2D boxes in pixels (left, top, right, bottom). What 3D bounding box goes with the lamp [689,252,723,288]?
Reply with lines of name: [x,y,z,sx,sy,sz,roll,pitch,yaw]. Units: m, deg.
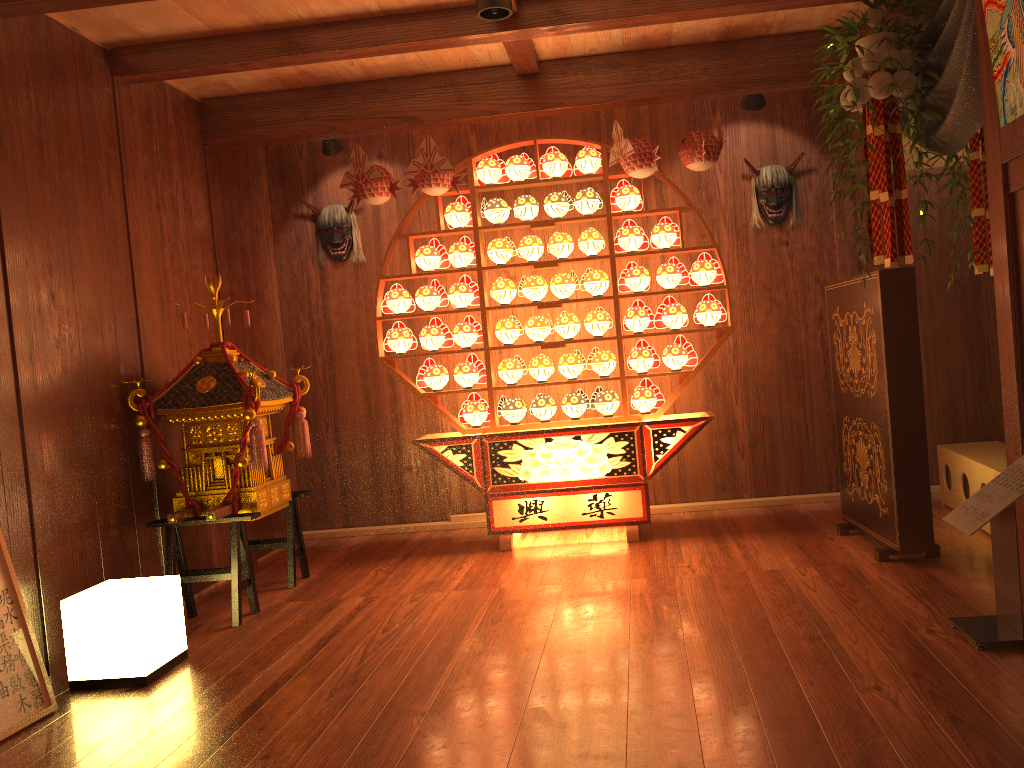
lamp: [1.035,-0.622,4.793,0.196,0.200,0.160,-4,2,21]

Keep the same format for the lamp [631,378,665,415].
lamp: [0.722,0.068,4.848,0.190,0.197,0.160,-4,2,21]

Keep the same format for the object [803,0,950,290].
object: [1.568,-1.035,3.768,0.573,1.260,0.706,-5,2,-4]

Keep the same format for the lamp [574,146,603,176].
lamp: [0.413,-1.226,4.812,0.187,0.188,0.159,-5,2,11]

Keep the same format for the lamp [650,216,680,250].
lamp: [0.821,-0.822,4.800,0.185,0.195,0.160,-4,2,21]

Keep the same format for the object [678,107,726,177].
object: [0.957,-1.249,4.530,0.227,0.318,0.367,-5,2,2]

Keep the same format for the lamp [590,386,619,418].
lamp: [0.527,0.097,4.864,0.144,0.173,0.152,-6,2,-28]

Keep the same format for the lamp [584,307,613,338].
lamp: [0.463,-0.339,4.846,0.136,0.173,0.160,-4,2,22]

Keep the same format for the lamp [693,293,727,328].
lamp: [1.066,-0.399,4.799,0.179,0.192,0.160,-4,2,16]

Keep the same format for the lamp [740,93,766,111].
lamp: [1.301,-1.569,4.809,0.132,0.177,0.179,-4,2,26]

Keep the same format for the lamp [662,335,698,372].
lamp: [0.883,-0.167,4.824,0.193,0.200,0.162,-3,2,41]

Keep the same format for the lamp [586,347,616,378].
lamp: [0.507,-0.121,4.854,0.144,0.173,0.152,-6,2,-28]

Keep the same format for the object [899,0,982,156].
object: [1.752,-1.316,3.718,0.094,0.751,1.511,-5,2,8]

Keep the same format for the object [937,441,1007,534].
object: [2.404,0.521,4.273,0.322,0.330,1.306,-5,2,12]

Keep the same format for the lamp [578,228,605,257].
lamp: [0.429,-0.778,4.830,0.138,0.173,0.159,-5,2,12]

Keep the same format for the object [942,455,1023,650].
object: [1.560,0.521,2.804,0.298,0.560,0.252,-5,2,6]

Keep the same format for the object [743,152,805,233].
object: [1.571,-1.122,5.261,0.361,0.454,0.138,-5,2,5]

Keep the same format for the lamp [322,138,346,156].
lamp: [-1.009,-1.374,4.983,0.137,0.176,0.173,-5,2,-8]

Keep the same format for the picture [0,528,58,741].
picture: [-1.656,0.688,2.677,0.212,0.788,0.406,-5,2,12]

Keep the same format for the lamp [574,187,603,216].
lamp: [0.405,-0.997,4.823,0.136,0.173,0.160,-4,2,22]

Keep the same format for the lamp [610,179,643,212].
lamp: [0.631,-1.029,4.806,0.202,0.200,0.155,-5,2,-9]

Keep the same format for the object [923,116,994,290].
object: [2.348,-1.123,4.494,0.752,1.260,0.535,-5,2,-9]

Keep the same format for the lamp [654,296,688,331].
lamp: [0.886,-0.388,4.814,0.202,0.200,0.155,-5,2,-9]

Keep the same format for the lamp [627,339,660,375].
lamp: [0.704,-0.148,4.836,0.182,0.194,0.160,-4,2,16]

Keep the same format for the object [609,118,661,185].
object: [0.650,-1.210,4.553,0.245,0.314,0.357,-6,2,-16]

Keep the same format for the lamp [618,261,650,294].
lamp: [0.687,-0.586,4.821,0.192,0.187,0.154,-5,2,-14]

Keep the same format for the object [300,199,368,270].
object: [-1.090,-0.926,5.462,0.361,0.454,0.138,-5,2,5]

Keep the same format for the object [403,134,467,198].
object: [-0.413,-1.134,4.637,0.346,0.306,0.216,-5,2,6]

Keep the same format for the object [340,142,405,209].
object: [-0.735,-1.096,4.656,0.354,0.311,0.245,-4,2,32]

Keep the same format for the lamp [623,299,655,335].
lamp: [0.681,-0.368,4.829,0.186,0.195,0.160,-4,2,16]

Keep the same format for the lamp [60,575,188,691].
lamp: [-1.383,0.886,3.173,0.278,0.315,0.282,-5,2,6]

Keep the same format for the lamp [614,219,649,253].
lamp: [0.644,-0.810,4.813,0.199,0.200,0.158,-5,2,6]

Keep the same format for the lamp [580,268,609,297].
lamp: [0.466,-0.560,4.840,0.143,0.173,0.153,-6,2,-23]

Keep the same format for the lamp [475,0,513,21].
lamp: [-0.072,-1.498,3.433,0.144,0.120,0.135,-6,2,-39]

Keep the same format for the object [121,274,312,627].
object: [-1.303,0.253,4.064,0.603,1.515,0.814,-5,2,7]

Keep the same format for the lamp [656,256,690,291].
lamp: [0.848,-0.602,4.810,0.175,0.191,0.162,-4,2,36]
